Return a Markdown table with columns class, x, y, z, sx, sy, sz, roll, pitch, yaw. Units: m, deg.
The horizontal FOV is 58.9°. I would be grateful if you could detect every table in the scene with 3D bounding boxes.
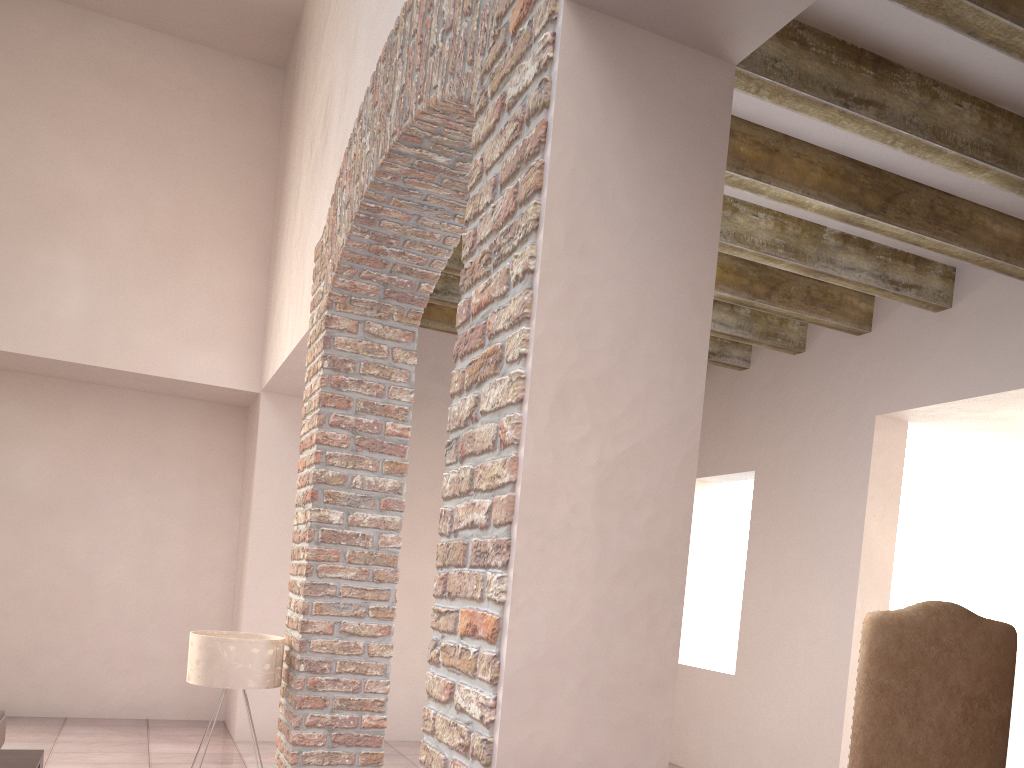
| class | x | y | z | sx | sy | sz | roll | pitch | yaw |
| --- | --- | --- | --- | --- | --- | --- | --- | --- | --- |
| table | -2.268 | 1.443 | 2.988 | 1.231 | 0.346 | 0.698 | 10 | -11 | -23 |

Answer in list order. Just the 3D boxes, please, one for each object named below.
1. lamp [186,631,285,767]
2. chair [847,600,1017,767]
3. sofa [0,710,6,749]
| class | x | y | z | sx | sy | sz | roll | pitch | yaw |
| --- | --- | --- | --- | --- | --- | --- | --- | --- | --- |
| lamp | -1.207 | 1.496 | 3.897 | 0.421 | 0.846 | 0.378 | 5 | 0 | -23 |
| chair | 1.306 | 1.279 | 2.809 | 0.539 | 1.239 | 0.651 | 5 | -1 | 18 |
| sofa | -3.125 | 1.080 | 3.057 | 2.220 | 0.934 | 3.126 | 9 | -12 | -22 |
